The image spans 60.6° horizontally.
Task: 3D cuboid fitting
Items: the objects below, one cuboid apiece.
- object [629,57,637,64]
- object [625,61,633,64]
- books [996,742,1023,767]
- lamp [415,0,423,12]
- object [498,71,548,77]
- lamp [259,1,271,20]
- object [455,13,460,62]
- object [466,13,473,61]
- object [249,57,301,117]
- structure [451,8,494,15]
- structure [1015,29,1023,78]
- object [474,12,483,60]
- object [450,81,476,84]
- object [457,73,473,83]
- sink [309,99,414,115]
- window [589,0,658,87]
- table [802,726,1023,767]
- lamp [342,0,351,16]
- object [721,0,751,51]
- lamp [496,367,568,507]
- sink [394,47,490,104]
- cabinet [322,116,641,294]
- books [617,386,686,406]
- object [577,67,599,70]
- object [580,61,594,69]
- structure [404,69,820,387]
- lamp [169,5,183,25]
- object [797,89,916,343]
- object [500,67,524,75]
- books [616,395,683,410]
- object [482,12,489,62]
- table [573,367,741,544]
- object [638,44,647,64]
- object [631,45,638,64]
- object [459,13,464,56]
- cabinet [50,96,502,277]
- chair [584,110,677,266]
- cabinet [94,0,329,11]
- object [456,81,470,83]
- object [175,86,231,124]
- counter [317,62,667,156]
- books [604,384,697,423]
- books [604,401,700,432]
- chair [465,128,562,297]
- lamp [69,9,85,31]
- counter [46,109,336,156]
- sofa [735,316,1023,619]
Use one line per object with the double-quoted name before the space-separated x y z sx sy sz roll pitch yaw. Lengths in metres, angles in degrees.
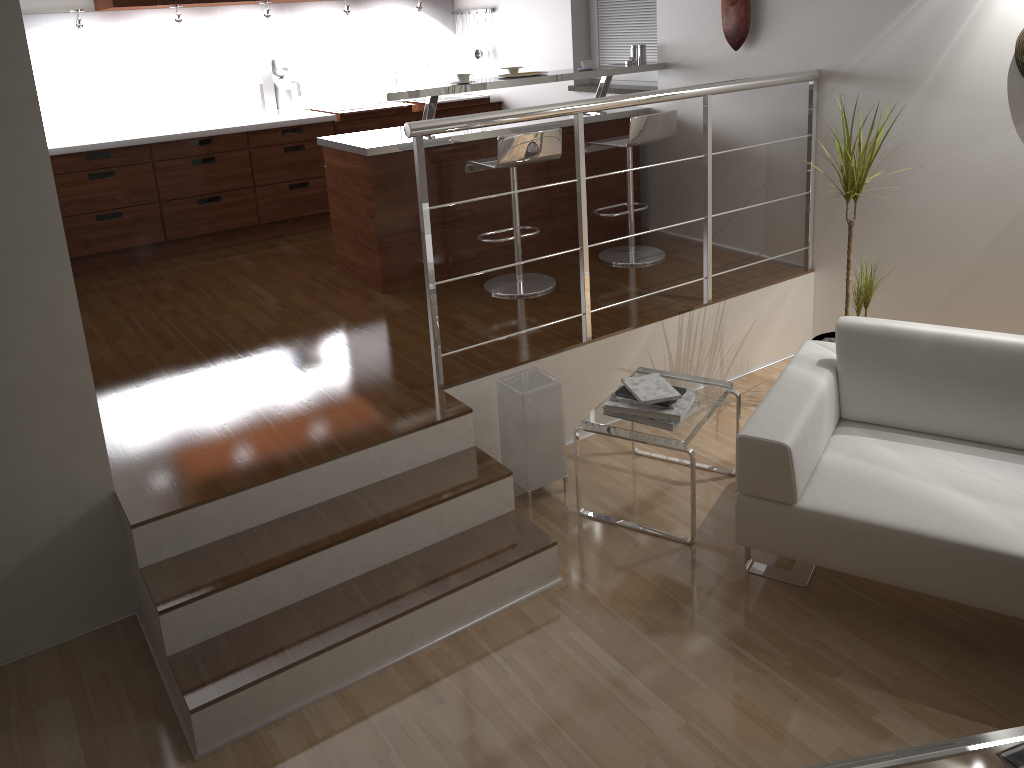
"object" 0.739 -1.974 5.340 0.051 0.043 0.053 1 20 13
"object" 0.717 -1.965 5.353 0.051 0.018 0.052 -16 25 -28
"books" 1.175 0.826 1.765 0.205 0.053 0.304 -10 24 -16
"lamp" -0.693 -2.829 6.505 0.080 0.119 0.084 -2 18 6
"object" 0.063 -1.743 4.934 0.314 0.010 0.225 -17 26 -28
"lamp" -1.654 -2.511 5.892 0.080 0.119 0.084 -1 18 6
"object" -0.455 -2.828 7.149 0.034 0.366 0.066 -13 18 -31
"object" -0.345 -2.773 6.999 0.020 0.362 0.109 -13 18 -30
"object" -1.699 -2.169 6.368 0.335 0.388 0.168 -16 20 -32
"structure" -0.315 -2.953 6.947 0.049 0.032 0.615 -16 26 -29
"structure" 2.134 -1.311 3.457 0.070 0.302 0.326 -13 22 -30
"object" -0.266 -2.750 6.917 0.044 0.349 0.093 -13 19 -31
"object" -0.265 -1.587 4.615 0.132 0.008 0.144 -16 26 -28
"object" -0.251 -1.610 4.614 0.079 0.044 0.070 1 21 11
"sink" -1.128 -2.022 6.604 0.611 0.191 0.618 -17 26 -30
"window" 0.759 -2.571 5.669 0.144 1.213 0.867 -13 20 -30
"table" 1.005 1.048 1.641 0.796 0.238 0.733 -7 22 -7
"lamp" -1.173 -2.670 6.198 0.080 0.119 0.084 -1 18 6
"object" 1.195 -2.180 4.678 0.151 0.756 0.157 0 16 12
"lamp" 0.082 0.205 3.481 0.195 0.460 0.204 -14 20 -31
"sink" -0.596 -2.377 6.903 0.684 0.554 0.618 -16 23 -31
"cabinet" -0.125 -1.180 5.344 1.882 0.718 0.651 -18 23 -31
"books" 0.516 0.030 3.255 0.219 0.014 0.157 13 28 34
"object" 0.431 -1.833 5.096 0.142 0.008 0.134 13 28 33
"object" 0.439 -1.858 5.099 0.079 0.044 0.070 -2 21 4
"structure" 0.605 -0.790 3.953 2.367 1.006 0.059 -18 20 -31
"lamp" -2.134 -2.352 5.586 0.080 0.119 0.084 -2 18 6
"object" 1.477 -0.545 3.840 0.506 1.411 0.456 -9 17 -19
"object" 0.016 -1.745 4.889 0.142 0.040 0.134 -17 26 -29
"books" 0.517 0.043 3.259 0.218 0.014 0.158 8 25 25
"object" -0.214 -2.698 6.808 0.024 0.365 0.073 -13 18 -31
"table" 0.577 0.248 3.405 0.468 0.383 0.572 8 24 30
"object" 0.794 -2.014 5.345 0.053 0.107 0.054 11 22 39
"object" 0.756 -2.029 5.389 0.053 0.105 0.054 11 22 39
"object" -0.406 -2.812 7.100 0.008 0.361 0.034 -13 18 -30
"cabinet" -1.685 -1.518 6.305 3.568 0.765 0.699 -18 24 -31
"chair" 0.683 -1.132 4.998 0.395 0.812 0.436 -16 21 -35
"cabinet" -1.457 -3.021 6.141 2.769 0.609 0.669 -18 24 -31
"object" -0.256 -1.592 4.620 0.077 0.002 0.080 5 24 19
"object" -2.163 -1.961 6.143 0.376 0.230 0.160 -17 22 -31
"counter" -0.025 -1.682 5.207 2.142 0.305 0.863 -18 26 -31
"books" 0.518 0.062 3.264 0.289 0.026 0.237 8 25 25
"books" 0.519 0.087 3.271 0.291 0.026 0.235 13 28 34
"chair" 0.025 -0.914 4.578 0.394 0.812 0.438 -13 19 -27
"lamp" -2.614 -2.193 5.280 0.080 0.119 0.084 -2 18 6
"counter" -2.287 -1.678 5.839 2.142 0.038 0.701 -18 27 -31
"sofa" 1.682 0.321 2.659 1.799 0.708 0.941 10 24 30
